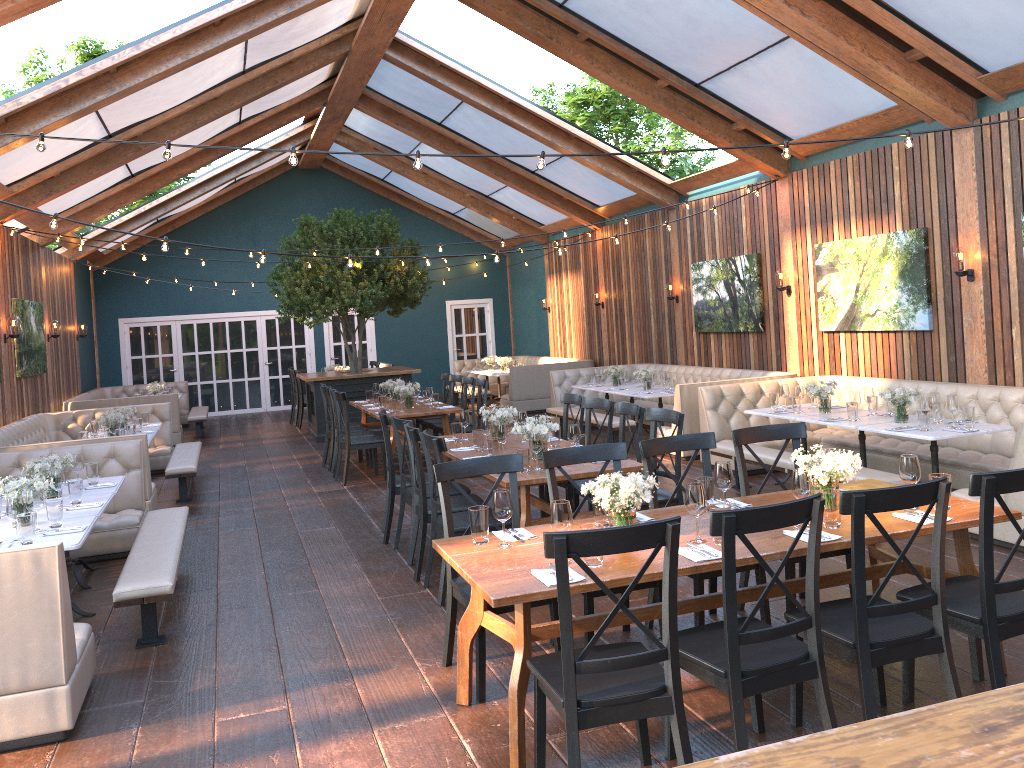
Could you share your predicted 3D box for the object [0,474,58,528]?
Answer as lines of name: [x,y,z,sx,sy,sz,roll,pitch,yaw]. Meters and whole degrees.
object: [-2.883,0.679,5.223,0.330,0.309,0.336,-6,3,-44]

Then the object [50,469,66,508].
object: [-2.937,0.677,5.732,0.092,0.244,0.092,-3,1,24]

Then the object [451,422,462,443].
object: [-0.445,0.397,7.221,0.091,0.158,0.092,-3,2,28]

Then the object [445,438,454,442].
object: [-0.540,0.462,7.367,0.255,0.019,0.157,-5,4,-18]

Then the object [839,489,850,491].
object: [1.614,0.541,4.520,0.157,0.019,0.255,-5,4,-18]

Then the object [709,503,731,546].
object: [0.864,0.581,3.656,0.092,0.158,0.092,-3,1,8]

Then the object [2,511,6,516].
object: [-3.282,0.822,5.590,0.255,0.019,0.157,-5,4,-18]

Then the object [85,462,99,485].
object: [-3.120,0.668,6.582,0.092,0.158,0.092,-4,2,-32]

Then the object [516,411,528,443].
object: [0.083,0.338,6.996,0.092,0.244,0.092,-3,1,24]

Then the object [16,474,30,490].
object: [-3.423,0.716,6.191,0.092,0.158,0.092,-4,2,-32]

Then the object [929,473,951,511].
object: [1.937,0.490,3.996,0.092,0.158,0.092,-3,1,8]

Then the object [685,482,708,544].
object: [0.773,0.540,3.705,0.092,0.244,0.092,-3,1,24]

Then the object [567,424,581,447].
object: [0.421,0.396,5.938,0.092,0.244,0.092,-3,1,24]

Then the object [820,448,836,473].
object: [1.566,0.442,4.360,0.092,0.244,0.092,-3,1,24]

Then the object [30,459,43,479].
object: [-3.363,0.663,6.280,0.092,0.244,0.092,-3,1,30]

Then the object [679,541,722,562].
object: [0.745,0.667,3.549,0.157,0.019,0.255,-5,4,-18]

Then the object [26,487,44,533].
object: [-2.703,0.716,5.019,0.092,0.244,0.092,-3,1,24]

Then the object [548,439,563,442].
object: [0.260,0.442,6.966,0.255,0.019,0.157,-5,4,-18]

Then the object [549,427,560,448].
object: [0.320,0.395,6.616,0.092,0.158,0.092,-3,1,8]

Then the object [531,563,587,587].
object: [0.167,0.717,3.358,0.157,0.019,0.255,-5,4,-18]

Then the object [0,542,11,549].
object: [-2.720,0.859,4.626,0.157,0.019,0.255,-5,4,-18]

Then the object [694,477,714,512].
object: [0.928,0.533,4.257,0.092,0.158,0.092,-3,1,8]

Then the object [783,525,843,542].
object: [1.244,0.624,3.707,0.157,0.019,0.255,-5,4,-18]

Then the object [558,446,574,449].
object: [0.439,0.468,6.471,0.255,0.019,0.157,-5,4,-18]

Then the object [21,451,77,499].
object: [-3.199,0.632,6.122,0.329,0.309,0.337,-3,2,4]

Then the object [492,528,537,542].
object: [0.017,0.679,3.988,0.157,0.019,0.255,-5,4,-18]

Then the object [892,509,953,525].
object: [1.787,0.577,3.890,0.157,0.019,0.255,-5,4,-18]

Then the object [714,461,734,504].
object: [1.003,0.490,4.184,0.092,0.244,0.092,-3,1,24]

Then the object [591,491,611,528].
object: [0.415,0.577,4.081,0.092,0.158,0.092,-3,1,8]

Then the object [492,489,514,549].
object: [-0.039,0.581,3.829,0.092,0.244,0.092,-3,1,24]

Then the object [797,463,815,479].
object: [1.484,0.484,4.444,0.092,0.158,0.092,-3,1,8]

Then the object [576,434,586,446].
object: [0.467,0.429,6.039,0.092,0.158,0.092,-3,1,8]

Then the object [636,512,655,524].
object: [0.572,0.631,4.174,0.157,0.019,0.255,-5,4,-18]

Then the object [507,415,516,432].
object: [-0.007,0.336,7.674,0.091,0.158,0.092,-3,1,18]

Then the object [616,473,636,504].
object: [0.520,0.533,4.011,0.092,0.244,0.092,-3,1,24]

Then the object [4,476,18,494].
object: [-3.130,0.703,5.542,0.092,0.244,0.092,-3,1,24]

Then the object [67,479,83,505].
object: [-2.871,0.709,5.821,0.092,0.158,0.092,-4,2,-32]

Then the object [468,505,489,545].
object: [-0.143,0.625,3.908,0.092,0.158,0.092,-3,1,8]

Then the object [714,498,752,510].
object: [1.072,0.587,4.341,0.157,0.019,0.255,-5,4,-18]

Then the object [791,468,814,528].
object: [1.273,0.497,3.869,0.092,0.244,0.092,-3,1,24]

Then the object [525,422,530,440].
object: [0.144,0.369,7.102,0.092,0.158,0.092,-3,1,8]

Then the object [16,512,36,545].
object: [-2.588,0.774,4.721,0.092,0.158,0.092,-4,2,-32]

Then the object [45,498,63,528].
object: [-2.638,0.748,5.108,0.092,0.158,0.092,-4,2,-32]

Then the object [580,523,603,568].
object: [0.315,0.631,3.454,0.092,0.158,0.092,-3,1,8]

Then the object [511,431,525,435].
object: [0.093,0.410,7.538,0.255,0.019,0.157,-5,4,-18]

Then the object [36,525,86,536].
object: [-2.537,0.822,4.973,0.255,0.019,0.157,-5,4,-18]

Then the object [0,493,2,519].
object: [-3.190,0.756,5.453,0.092,0.158,0.092,-4,2,-32]

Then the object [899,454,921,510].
object: [1.828,0.449,4.058,0.092,0.244,0.092,-3,1,24]

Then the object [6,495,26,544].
object: [-2.680,0.732,4.784,0.092,0.244,0.092,-3,1,24]

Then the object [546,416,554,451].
object: [0.260,0.363,6.512,0.092,0.244,0.092,-3,1,24]

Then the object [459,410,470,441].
object: [-0.390,0.343,7.326,0.092,0.244,0.092,-3,1,30]

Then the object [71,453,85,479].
object: [-3.186,0.636,6.493,0.092,0.244,0.092,-3,1,30]

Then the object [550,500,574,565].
object: [0.201,0.590,3.519,0.092,0.244,0.092,-3,1,24]

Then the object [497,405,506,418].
object: [-0.080,0.306,7.562,0.092,0.244,0.092,-3,1,30]

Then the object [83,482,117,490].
object: [-3.020,0.742,6.447,0.255,0.019,0.157,-5,4,-18]

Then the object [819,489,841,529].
object: [1.375,0.538,3.812,0.092,0.158,0.092,-3,1,8]

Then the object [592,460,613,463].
object: [0.589,0.501,5.896,0.255,0.019,0.157,-5,4,-18]

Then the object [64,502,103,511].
object: [-2.771,0.783,5.686,0.255,0.019,0.157,-5,4,-18]
